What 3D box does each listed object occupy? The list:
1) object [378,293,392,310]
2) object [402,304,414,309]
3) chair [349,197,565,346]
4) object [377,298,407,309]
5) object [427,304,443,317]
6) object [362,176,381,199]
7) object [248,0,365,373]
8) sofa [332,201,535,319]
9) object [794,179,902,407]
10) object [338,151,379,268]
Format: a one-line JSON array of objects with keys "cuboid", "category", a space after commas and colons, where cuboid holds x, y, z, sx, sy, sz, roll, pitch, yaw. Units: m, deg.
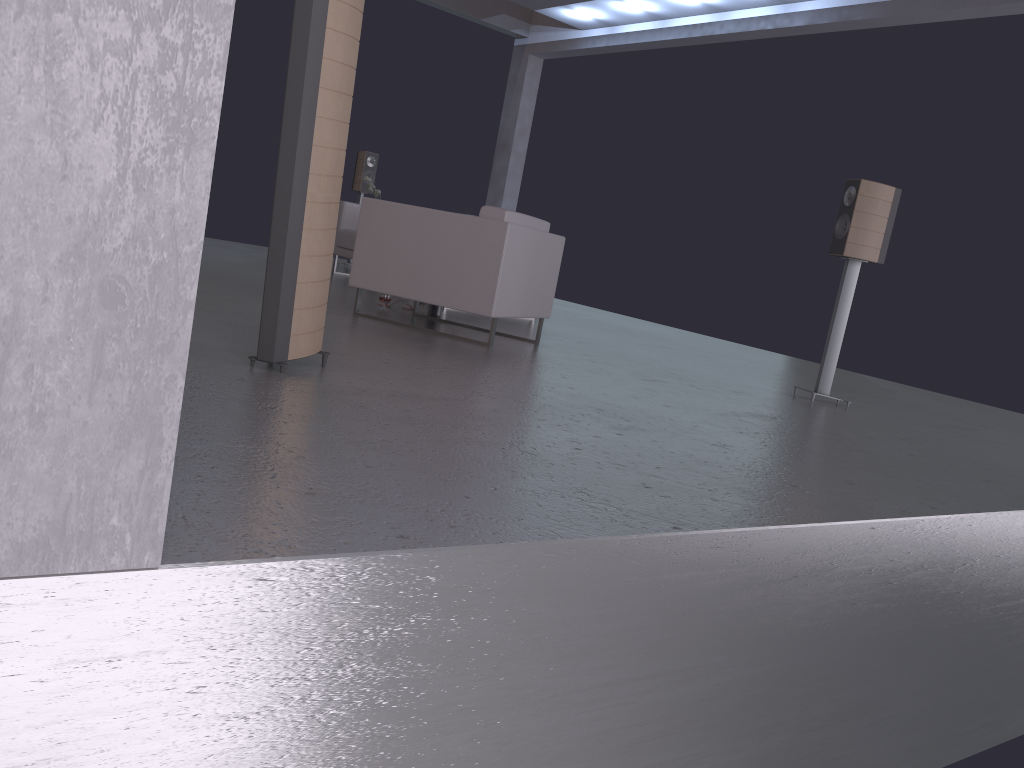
[{"cuboid": [-0.883, -0.639, 6.219, 0.091, 0.233, 0.091, 9, 9, -10], "category": "object"}, {"cuboid": [-0.719, -0.589, 6.581, 0.235, 0.087, 0.079, 16, 10, 30], "category": "object"}, {"cuboid": [-0.346, -0.747, 5.664, 1.026, 0.808, 0.936, 14, 9, 22], "category": "chair"}, {"cuboid": [-0.879, -0.602, 6.469, 0.235, 0.087, 0.079, 14, 9, 19], "category": "object"}, {"cuboid": [-0.528, -0.707, 6.416, 0.109, 0.435, 0.109, 9, 9, -11], "category": "object"}, {"cuboid": [-1.495, -1.703, 9.673, 0.387, 1.051, 0.400, 11, 8, 0], "category": "object"}, {"cuboid": [-0.723, -0.777, 3.110, 0.244, 1.473, 0.444, 12, 9, 7], "category": "object"}, {"cuboid": [-0.756, -1.261, 8.473, 1.026, 0.824, 2.353, 4, 11, -37], "category": "sofa"}, {"cuboid": [2.086, -0.549, 5.472, 0.333, 1.363, 0.243, 10, 9, -7], "category": "object"}, {"cuboid": [-1.816, -2.045, 10.469, 0.243, 1.363, 0.333, 5, 10, -32], "category": "object"}]
